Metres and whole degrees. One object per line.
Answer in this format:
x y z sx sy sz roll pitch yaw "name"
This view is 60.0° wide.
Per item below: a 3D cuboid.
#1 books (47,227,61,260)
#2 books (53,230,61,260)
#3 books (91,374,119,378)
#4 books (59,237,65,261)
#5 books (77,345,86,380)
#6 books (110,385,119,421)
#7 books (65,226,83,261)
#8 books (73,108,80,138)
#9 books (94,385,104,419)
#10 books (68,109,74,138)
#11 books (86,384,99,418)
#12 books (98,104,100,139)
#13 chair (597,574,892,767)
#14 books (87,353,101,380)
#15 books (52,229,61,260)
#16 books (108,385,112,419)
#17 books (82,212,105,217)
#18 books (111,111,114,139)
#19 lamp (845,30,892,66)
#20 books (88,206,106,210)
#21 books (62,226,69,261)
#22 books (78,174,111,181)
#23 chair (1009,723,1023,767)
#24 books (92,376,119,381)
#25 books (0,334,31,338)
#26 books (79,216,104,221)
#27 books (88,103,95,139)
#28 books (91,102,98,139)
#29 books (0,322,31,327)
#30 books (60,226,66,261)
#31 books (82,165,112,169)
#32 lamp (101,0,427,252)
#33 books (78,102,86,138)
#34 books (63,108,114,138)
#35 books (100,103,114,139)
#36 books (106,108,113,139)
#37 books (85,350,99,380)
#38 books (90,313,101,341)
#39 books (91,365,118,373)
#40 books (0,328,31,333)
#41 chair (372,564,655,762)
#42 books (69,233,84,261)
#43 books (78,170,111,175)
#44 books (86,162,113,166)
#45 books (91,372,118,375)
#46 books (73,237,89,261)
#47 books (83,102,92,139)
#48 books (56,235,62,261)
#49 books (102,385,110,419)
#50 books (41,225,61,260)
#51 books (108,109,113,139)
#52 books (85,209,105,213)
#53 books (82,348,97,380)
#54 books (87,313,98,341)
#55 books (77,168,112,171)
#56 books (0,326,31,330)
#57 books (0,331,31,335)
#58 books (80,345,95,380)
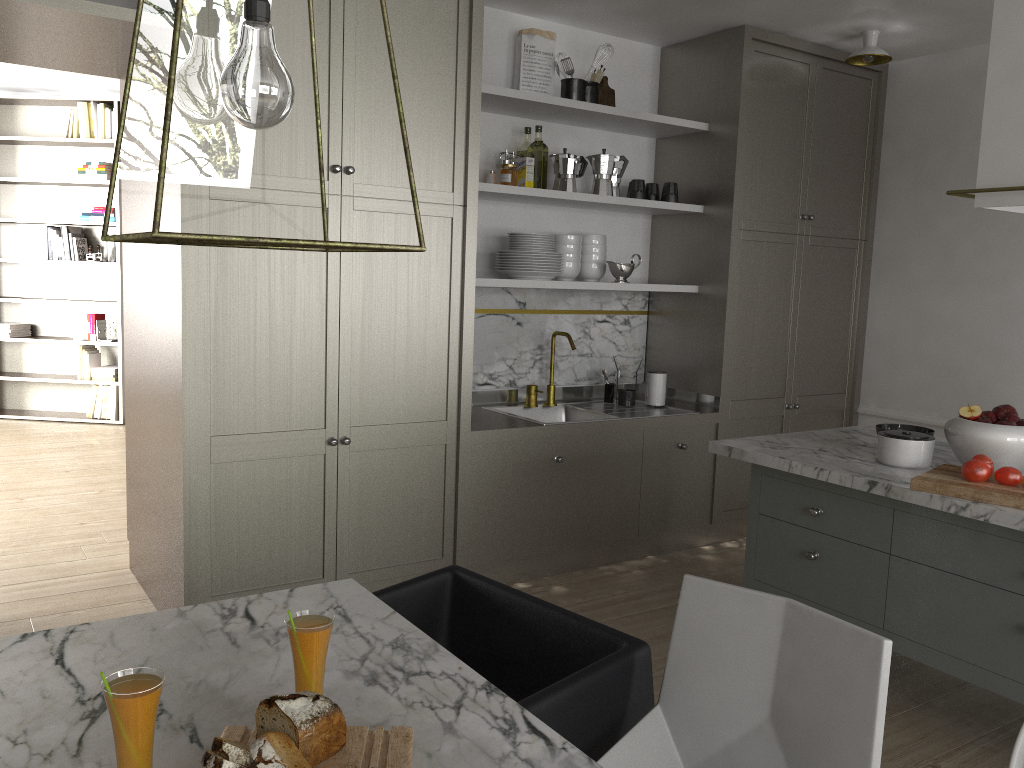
-3.454 -1.063 6.743 0.044 0.243 0.182 3 7 6 "books"
-3.414 -1.051 6.746 0.030 0.223 0.189 3 7 6 "books"
-3.082 -0.077 6.842 0.187 0.020 0.256 4 7 11 "books"
-3.368 -1.021 6.709 0.040 0.175 0.118 3 7 6 "books"
-3.273 -0.169 6.801 0.021 0.258 0.174 3 7 6 "books"
-2.995 0.132 6.796 0.050 0.271 0.219 3 7 6 "books"
-3.313 -1.064 6.735 0.046 0.259 0.199 3 7 6 "books"
-3.202 -1.922 6.578 0.041 0.217 0.146 2 7 1 "books"
-3.135 0.126 6.834 0.088 0.266 0.169 3 7 6 "books"
-3.232 -1.918 6.577 0.048 0.208 0.146 2 7 1 "books"
-3.189 0.124 6.837 0.101 0.265 0.169 3 7 6 "books"
-3.024 -1.934 6.595 0.016 0.250 0.198 2 7 1 "books"
0.284 0.728 1.344 0.439 0.745 0.470 -5 10 -43 "chair"
-3.201 -0.135 6.797 0.014 0.199 0.163 3 7 6 "books"
-3.430 -1.056 6.747 0.018 0.230 0.194 3 7 6 "books"
-3.037 0.131 6.829 0.066 0.265 0.169 3 7 6 "books"
-3.068 -1.267 6.668 0.236 0.023 0.200 2 7 -1 "books"
-2.927 -1.907 6.600 0.015 0.201 0.198 2 7 1 "books"
1.596 -1.502 3.958 0.197 0.130 0.197 -2 8 -28 "lamp"
-3.050 -1.307 6.626 0.185 0.023 0.126 2 7 -4 "books"
-3.335 -1.065 6.736 0.051 0.258 0.189 3 7 6 "books"
-3.071 -1.537 6.638 0.258 0.048 0.191 4 7 16 "books"
0.623 0.735 0.988 0.505 0.833 0.480 -3 9 -36 "chair"
-3.084 -0.052 6.844 0.187 0.028 0.256 3 7 6 "books"
-3.912 -0.380 6.850 0.265 0.019 0.232 4 7 11 "books"
-3.081 -1.236 6.664 0.257 0.038 0.193 2 7 -4 "books"
-3.085 -1.943 6.609 0.051 0.262 0.198 2 7 1 "books"
-3.060 -1.944 6.594 0.043 0.267 0.198 2 7 1 "books"
-3.910 -0.458 6.841 0.268 0.019 0.232 3 7 10 "books"
-3.352 -1.066 6.735 0.036 0.259 0.189 3 7 6 "books"
-3.060 -1.612 6.616 0.197 0.022 0.174 4 7 16 "books"
-0.293 -0.719 1.024 0.584 1.108 0.584 0 7 -19 "lamp"
-3.152 -1.943 6.597 0.054 0.262 0.198 2 7 1 "books"
-3.099 -1.925 6.597 0.397 0.226 0.198 2 7 0 "books"
-3.001 -1.936 6.594 0.028 0.260 0.198 2 7 1 "books"
-2.962 -1.920 6.595 0.021 0.226 0.198 2 7 1 "books"
-3.216 -0.146 6.798 0.016 0.220 0.163 3 7 6 "books"
-3.171 -0.435 6.770 0.020 0.204 0.144 3 7 6 "books"
-3.081 -0.116 6.837 0.187 0.032 0.256 3 7 6 "books"
-3.911 -0.420 6.845 0.274 0.019 0.232 3 7 9 "books"
-0.091 0.744 1.718 0.609 0.597 0.569 -5 10 -43 "chair"
-3.291 -1.036 6.723 0.045 0.207 0.162 3 7 6 "books"
-3.074 -1.574 6.637 0.246 0.024 0.203 4 7 16 "books"
-3.051 -1.634 6.610 0.167 0.022 0.155 5 7 19 "books"
-3.085 -0.092 6.837 0.189 0.013 0.248 3 7 6 "books"
-3.266 -1.019 6.721 0.043 0.175 0.144 3 7 6 "books"
-3.116 -1.943 6.596 0.046 0.262 0.198 2 7 1 "books"
-3.390 -1.031 6.714 0.041 0.192 0.133 3 7 6 "books"
-3.082 0.129 6.831 0.071 0.265 0.169 3 7 6 "books"
-3.498 -1.072 6.750 0.047 0.257 0.189 3 7 6 "books"
-2.944 -1.912 6.588 0.017 0.215 0.198 2 7 1 "books"
-3.063 -1.285 6.632 0.202 0.023 0.141 2 7 -1 "books"
-3.234 -0.155 6.799 0.017 0.235 0.174 3 7 6 "books"
-3.192 -0.436 6.772 0.023 0.204 0.144 3 7 6 "books"
-3.072 -1.595 6.636 0.248 0.018 0.213 4 7 16 "books"
-3.910 -0.439 6.843 0.266 0.019 0.232 3 7 11 "books"
-3.912 -0.400 6.848 0.269 0.019 0.232 4 7 12 "books"
-3.252 -0.168 6.799 0.017 0.258 0.174 3 7 6 "books"
